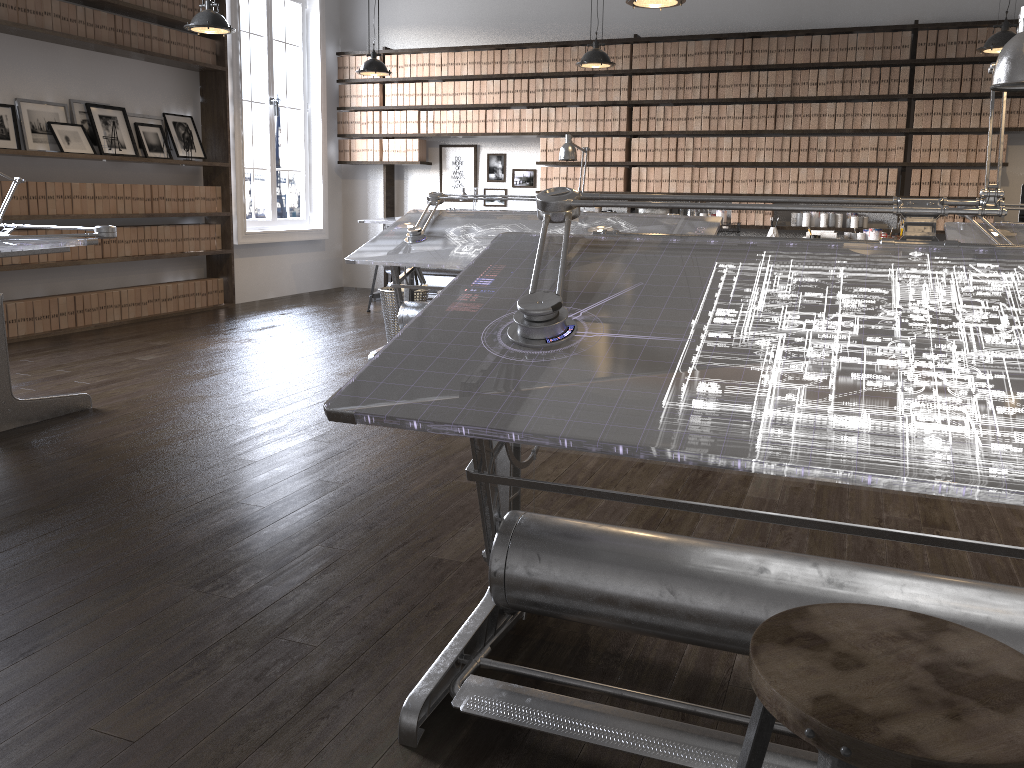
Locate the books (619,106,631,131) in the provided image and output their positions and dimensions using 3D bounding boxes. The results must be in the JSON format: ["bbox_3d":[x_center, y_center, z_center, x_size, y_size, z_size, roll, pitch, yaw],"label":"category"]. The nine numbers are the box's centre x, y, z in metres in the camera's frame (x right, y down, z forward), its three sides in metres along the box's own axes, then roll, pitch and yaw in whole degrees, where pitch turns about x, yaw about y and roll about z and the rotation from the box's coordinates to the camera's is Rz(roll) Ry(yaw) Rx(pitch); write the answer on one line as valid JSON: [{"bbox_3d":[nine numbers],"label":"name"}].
[{"bbox_3d":[1.051,-2.444,8.187,0.067,0.224,0.176,5,11,21],"label":"books"}]

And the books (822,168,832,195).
[{"bbox_3d":[2.717,-1.742,7.633,0.067,0.224,0.176,5,11,21],"label":"books"}]

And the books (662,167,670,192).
[{"bbox_3d":[1.425,-1.868,8.121,0.067,0.224,0.176,5,11,21],"label":"books"}]

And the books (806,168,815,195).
[{"bbox_3d":[2.591,-1.754,7.679,0.067,0.223,0.176,5,11,21],"label":"books"}]

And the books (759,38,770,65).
[{"bbox_3d":[2.189,-2.865,7.663,0.067,0.224,0.176,5,11,21],"label":"books"}]

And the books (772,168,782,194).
[{"bbox_3d":[2.336,-1.780,7.779,0.067,0.224,0.176,5,11,21],"label":"books"}]

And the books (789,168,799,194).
[{"bbox_3d":[2.464,-1.766,7.724,0.067,0.224,0.176,5,11,21],"label":"books"}]

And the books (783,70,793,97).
[{"bbox_3d":[2.380,-2.574,7.633,0.067,0.224,0.176,5,11,21],"label":"books"}]

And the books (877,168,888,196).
[{"bbox_3d":[3.123,-1.701,7.473,0.067,0.224,0.176,5,11,21],"label":"books"}]

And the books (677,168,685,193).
[{"bbox_3d":[1.553,-1.856,8.076,0.067,0.223,0.176,5,11,21],"label":"books"}]

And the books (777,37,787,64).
[{"bbox_3d":[2.325,-2.853,7.620,0.067,0.224,0.176,5,11,21],"label":"books"}]

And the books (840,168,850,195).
[{"bbox_3d":[2.847,-1.729,7.578,0.067,0.224,0.176,5,11,21],"label":"books"}]

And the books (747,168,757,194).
[{"bbox_3d":[2.133,-1.798,7.849,0.067,0.224,0.176,5,11,21],"label":"books"}]

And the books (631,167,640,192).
[{"bbox_3d":[1.162,-1.894,8.220,0.067,0.224,0.176,5,11,21],"label":"books"}]

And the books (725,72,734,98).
[{"bbox_3d":[1.930,-2.620,7.809,0.067,0.223,0.176,5,11,21],"label":"books"}]

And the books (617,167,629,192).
[{"bbox_3d":[1.038,-1.906,8.268,0.067,0.224,0.176,5,11,21],"label":"books"}]

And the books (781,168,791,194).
[{"bbox_3d":[2.400,-1.773,7.753,0.067,0.224,0.176,5,11,21],"label":"books"}]

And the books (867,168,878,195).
[{"bbox_3d":[3.054,-1.709,7.504,0.067,0.223,0.176,5,11,21],"label":"books"}]

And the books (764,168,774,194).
[{"bbox_3d":[2.269,-1.786,7.801,0.067,0.224,0.176,5,11,21],"label":"books"}]

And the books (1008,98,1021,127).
[{"bbox_3d":[3.993,-2.154,7.063,0.067,0.224,0.176,5,11,21],"label":"books"}]

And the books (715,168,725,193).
[{"bbox_3d":[1.877,-1.825,7.954,0.067,0.224,0.176,5,11,21],"label":"books"}]

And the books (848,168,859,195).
[{"bbox_3d":[2.915,-1.723,7.557,0.067,0.224,0.176,5,11,21],"label":"books"}]

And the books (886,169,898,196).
[{"bbox_3d":[3.196,-1.695,7.447,0.067,0.223,0.176,5,11,21],"label":"books"}]

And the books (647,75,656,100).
[{"bbox_3d":[1.279,-2.683,8.054,0.067,0.224,0.176,5,11,21],"label":"books"}]

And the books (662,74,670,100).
[{"bbox_3d":[1.407,-2.671,8.009,0.067,0.223,0.176,5,11,21],"label":"books"}]

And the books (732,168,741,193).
[{"bbox_3d":[2.016,-1.811,7.901,0.067,0.223,0.176,5,11,21],"label":"books"}]

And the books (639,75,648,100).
[{"bbox_3d":[1.215,-2.690,8.083,0.067,0.224,0.176,5,11,21],"label":"books"}]

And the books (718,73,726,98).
[{"bbox_3d":[1.870,-2.626,7.834,0.067,0.223,0.176,5,11,21],"label":"books"}]

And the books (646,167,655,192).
[{"bbox_3d":[1.297,-1.882,8.176,0.067,0.224,0.176,5,11,21],"label":"books"}]

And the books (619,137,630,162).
[{"bbox_3d":[1.046,-2.171,8.223,0.067,0.224,0.176,5,11,21],"label":"books"}]

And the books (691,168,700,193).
[{"bbox_3d":[1.678,-1.844,8.029,0.067,0.224,0.176,5,11,21],"label":"books"}]

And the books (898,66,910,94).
[{"bbox_3d":[3.236,-2.491,7.310,0.067,0.223,0.176,5,11,21],"label":"books"}]

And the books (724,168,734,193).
[{"bbox_3d":[1.945,-1.817,7.922,0.067,0.224,0.176,5,11,21],"label":"books"}]

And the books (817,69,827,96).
[{"bbox_3d":[2.644,-2.549,7.535,0.067,0.223,0.176,5,11,21],"label":"books"}]

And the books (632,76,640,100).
[{"bbox_3d":[1.151,-2.697,8.109,0.067,0.224,0.176,5,11,21],"label":"books"}]

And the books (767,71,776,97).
[{"bbox_3d":[2.260,-2.587,7.682,0.067,0.223,0.176,5,11,21],"label":"books"}]

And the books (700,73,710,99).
[{"bbox_3d":[1.731,-2.640,7.887,0.067,0.224,0.176,5,11,21],"label":"books"}]

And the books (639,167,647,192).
[{"bbox_3d":[1.230,-1.888,8.197,0.067,0.224,0.176,5,11,21],"label":"books"}]

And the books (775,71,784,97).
[{"bbox_3d":[2.319,-2.581,7.661,0.067,0.223,0.176,5,11,21],"label":"books"}]

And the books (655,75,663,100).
[{"bbox_3d":[1.348,-2.676,8.030,0.067,0.223,0.176,5,11,21],"label":"books"}]

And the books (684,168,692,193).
[{"bbox_3d":[1.613,-1.849,8.048,0.067,0.224,0.176,5,11,21],"label":"books"}]

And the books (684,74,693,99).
[{"bbox_3d":[1.598,-2.653,7.937,0.067,0.224,0.176,5,11,21],"label":"books"}]

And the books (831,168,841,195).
[{"bbox_3d":[2.783,-1.736,7.607,0.067,0.224,0.176,5,11,21],"label":"books"}]

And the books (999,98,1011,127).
[{"bbox_3d":[3.929,-2.159,7.081,0.067,0.224,0.176,5,11,21],"label":"books"}]

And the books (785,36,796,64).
[{"bbox_3d":[2.389,-2.847,7.593,0.067,0.224,0.176,5,11,21],"label":"books"}]

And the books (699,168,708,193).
[{"bbox_3d":[1.744,-1.838,8.004,0.067,0.224,0.176,5,11,21],"label":"books"}]

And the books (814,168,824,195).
[{"bbox_3d":[2.652,-1.747,7.651,0.067,0.224,0.176,5,11,21],"label":"books"}]

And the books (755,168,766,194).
[{"bbox_3d":[2.200,-1.792,7.823,0.067,0.224,0.176,5,11,21],"label":"books"}]

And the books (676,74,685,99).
[{"bbox_3d":[1.532,-2.659,7.963,0.067,0.224,0.176,5,11,21],"label":"books"}]

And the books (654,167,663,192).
[{"bbox_3d":[1.361,-1.875,8.150,0.067,0.224,0.176,5,11,21],"label":"books"}]

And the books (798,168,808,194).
[{"bbox_3d":[2.532,-1.760,7.700,0.067,0.223,0.176,5,11,21],"label":"books"}]

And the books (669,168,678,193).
[{"bbox_3d":[1.493,-1.862,8.097,0.067,0.223,0.176,5,11,21],"label":"books"}]

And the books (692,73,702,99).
[{"bbox_3d":[1.663,-2.645,7.908,0.067,0.224,0.176,5,11,21],"label":"books"}]

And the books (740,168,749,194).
[{"bbox_3d":[2.076,-1.805,7.875,0.067,0.223,0.176,5,11,21],"label":"books"}]

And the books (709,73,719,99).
[{"bbox_3d":[1.799,-2.632,7.856,0.067,0.224,0.176,5,11,21],"label":"books"}]

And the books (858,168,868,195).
[{"bbox_3d":[2.983,-1.715,7.526,0.067,0.224,0.176,5,11,21],"label":"books"}]

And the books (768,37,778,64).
[{"bbox_3d":[2.258,-2.859,7.641,0.067,0.224,0.176,5,11,21],"label":"books"}]

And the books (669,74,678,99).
[{"bbox_3d":[1.467,-2.664,7.981,0.067,0.224,0.176,5,11,21],"label":"books"}]

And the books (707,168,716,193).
[{"bbox_3d":[1.809,-1.831,7.975,0.067,0.224,0.176,5,11,21],"label":"books"}]

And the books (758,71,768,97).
[{"bbox_3d":[2.192,-2.593,7.706,0.067,0.224,0.176,5,11,21],"label":"books"}]
